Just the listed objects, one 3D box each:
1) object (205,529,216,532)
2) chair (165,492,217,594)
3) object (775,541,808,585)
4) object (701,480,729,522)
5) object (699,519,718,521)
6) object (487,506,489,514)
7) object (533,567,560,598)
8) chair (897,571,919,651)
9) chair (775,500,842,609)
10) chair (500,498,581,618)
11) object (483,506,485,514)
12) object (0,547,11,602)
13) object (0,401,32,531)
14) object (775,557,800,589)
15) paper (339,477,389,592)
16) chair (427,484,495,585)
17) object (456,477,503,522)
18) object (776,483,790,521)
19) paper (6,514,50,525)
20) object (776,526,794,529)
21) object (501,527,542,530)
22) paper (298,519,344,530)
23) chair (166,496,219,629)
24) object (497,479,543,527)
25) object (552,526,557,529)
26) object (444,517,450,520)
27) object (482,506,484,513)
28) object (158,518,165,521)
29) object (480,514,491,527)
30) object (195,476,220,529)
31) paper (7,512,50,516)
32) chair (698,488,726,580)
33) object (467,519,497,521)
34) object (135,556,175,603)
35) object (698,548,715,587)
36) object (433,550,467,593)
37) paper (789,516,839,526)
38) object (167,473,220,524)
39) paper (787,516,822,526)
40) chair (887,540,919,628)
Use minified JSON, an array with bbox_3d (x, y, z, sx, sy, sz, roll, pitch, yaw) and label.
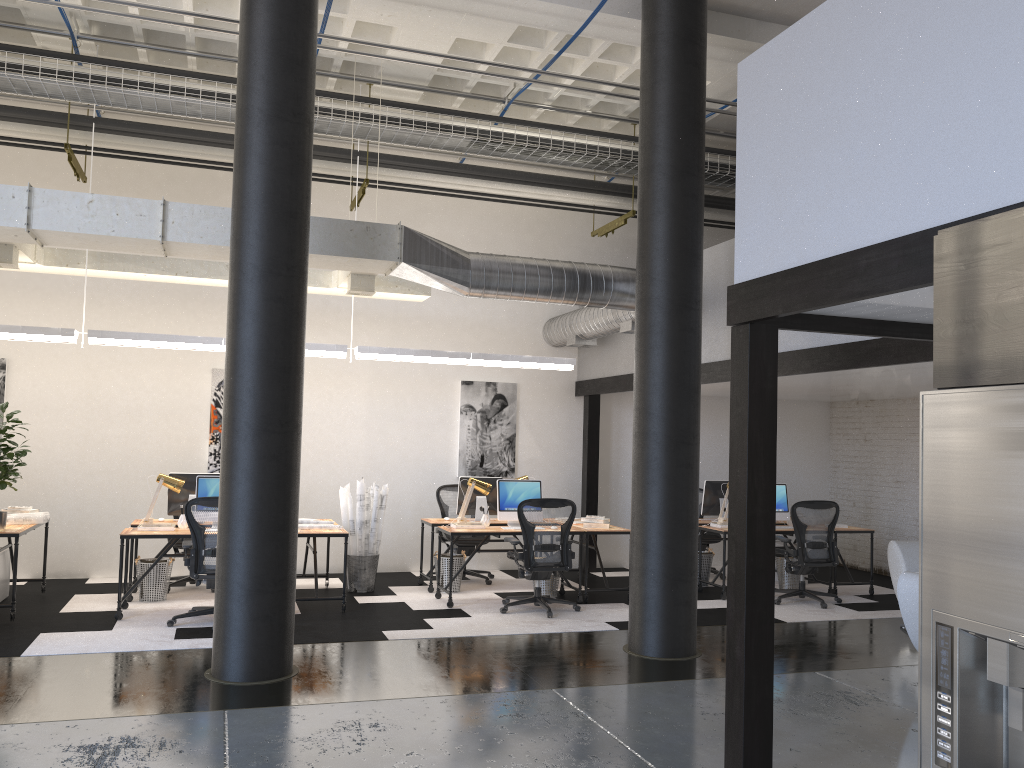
[{"bbox_3d":[-2.625,1.311,7.945,0.439,0.017,0.119,3,-4,-18],"label":"object"},{"bbox_3d":[-3.254,1.567,9.198,0.771,1.085,0.792,4,-4,-34],"label":"chair"},{"bbox_3d":[3.326,2.164,10.747,0.221,0.454,0.544,3,-3,-18],"label":"object"},{"bbox_3d":[2.468,1.374,10.395,0.484,0.485,0.190,3,-3,-18],"label":"object"},{"bbox_3d":[2.417,1.620,10.603,0.439,0.017,0.119,3,-4,-18],"label":"object"},{"bbox_3d":[-0.260,1.352,9.076,0.054,0.207,0.008,4,-3,-35],"label":"object"},{"bbox_3d":[0.351,1.992,9.225,0.359,0.434,0.353,3,-3,-22],"label":"object"},{"bbox_3d":[3.329,1.695,5.915,1.026,0.784,1.007,3,-4,-27],"label":"chair"},{"bbox_3d":[3.035,1.750,9.332,0.771,1.085,0.792,4,-4,-34],"label":"chair"},{"bbox_3d":[0.226,1.618,8.477,0.771,1.085,0.792,4,-4,-34],"label":"chair"},{"bbox_3d":[-0.283,1.352,9.072,0.008,0.207,0.054,3,-3,-31],"label":"object"},{"bbox_3d":[-4.759,1.750,8.090,0.221,0.454,0.544,3,-3,-18],"label":"object"},{"bbox_3d":[-4.302,0.678,7.389,0.514,1.077,0.439,3,-3,-27],"label":"object"},{"bbox_3d":[3.160,2.125,10.080,0.359,0.434,0.353,3,-3,-22],"label":"object"},{"bbox_3d":[-1.570,1.557,9.244,0.441,1.197,0.412,4,-4,-40],"label":"paper"},{"bbox_3d":[-0.518,1.703,10.142,0.771,1.085,0.792,4,-4,-34],"label":"chair"},{"bbox_3d":[-0.341,1.242,9.540,0.484,0.485,0.190,3,-3,-18],"label":"object"},{"bbox_3d":[2.882,1.359,9.975,0.484,0.485,0.190,3,-3,-18],"label":"object"},{"bbox_3d":[-4.593,1.182,7.631,1.135,0.082,0.083,5,-5,-43],"label":"paper"},{"bbox_3d":[2.921,1.579,9.745,0.439,0.017,0.119,3,-4,-18],"label":"object"},{"bbox_3d":[0.112,1.447,8.890,0.439,0.017,0.119,3,-4,-18],"label":"object"},{"bbox_3d":[-1.947,1.354,8.559,0.568,0.061,0.626,3,-4,-21],"label":"paper"},{"bbox_3d":[-2.510,1.482,7.533,0.771,1.085,0.792,4,-4,-34],"label":"chair"},{"bbox_3d":[0.073,1.227,9.120,0.484,0.485,0.190,3,-3,-18],"label":"object"},{"bbox_3d":[0.426,1.455,8.985,0.059,0.029,0.106,3,-4,-17],"label":"object"},{"bbox_3d":[-0.706,1.466,9.653,0.059,0.029,0.106,3,-4,-17],"label":"object"},{"bbox_3d":[-0.284,1.351,9.060,0.054,0.207,0.008,-1,-3,37],"label":"object"},{"bbox_3d":[-3.443,1.330,8.709,0.059,0.029,0.106,3,-4,-17],"label":"object"},{"bbox_3d":[-0.272,1.393,9.063,0.101,0.126,0.101,0,-3,27],"label":"object"},{"bbox_3d":[-2.664,1.091,8.176,0.484,0.485,0.190,3,-3,-18],"label":"object"},{"bbox_3d":[-4.644,1.190,7.790,0.083,0.082,1.135,-1,-4,36],"label":"paper"},{"bbox_3d":[2.291,1.835,10.997,0.771,1.085,0.792,4,-4,-34],"label":"chair"},{"bbox_3d":[-0.392,1.487,9.748,0.439,0.017,0.119,3,-4,-18],"label":"object"},{"bbox_3d":[-3.397,1.837,8.419,0.359,0.434,0.353,3,-3,-22],"label":"object"},{"bbox_3d":[2.149,2.105,10.219,0.359,0.434,0.353,3,-3,-22],"label":"object"},{"bbox_3d":[-0.660,1.973,9.363,0.359,0.434,0.353,3,-3,-22],"label":"object"},{"bbox_3d":[3.492,1.596,10.287,1.135,0.082,0.083,5,-5,-43],"label":"paper"},{"bbox_3d":[-3.078,1.106,8.596,0.484,0.485,0.190,3,-3,-18],"label":"object"},{"bbox_3d":[3.440,1.605,10.446,0.083,0.082,1.135,-1,-4,36],"label":"paper"},{"bbox_3d":[4.064,1.840,7.873,1.007,0.784,1.026,2,-3,-7],"label":"chair"}]
